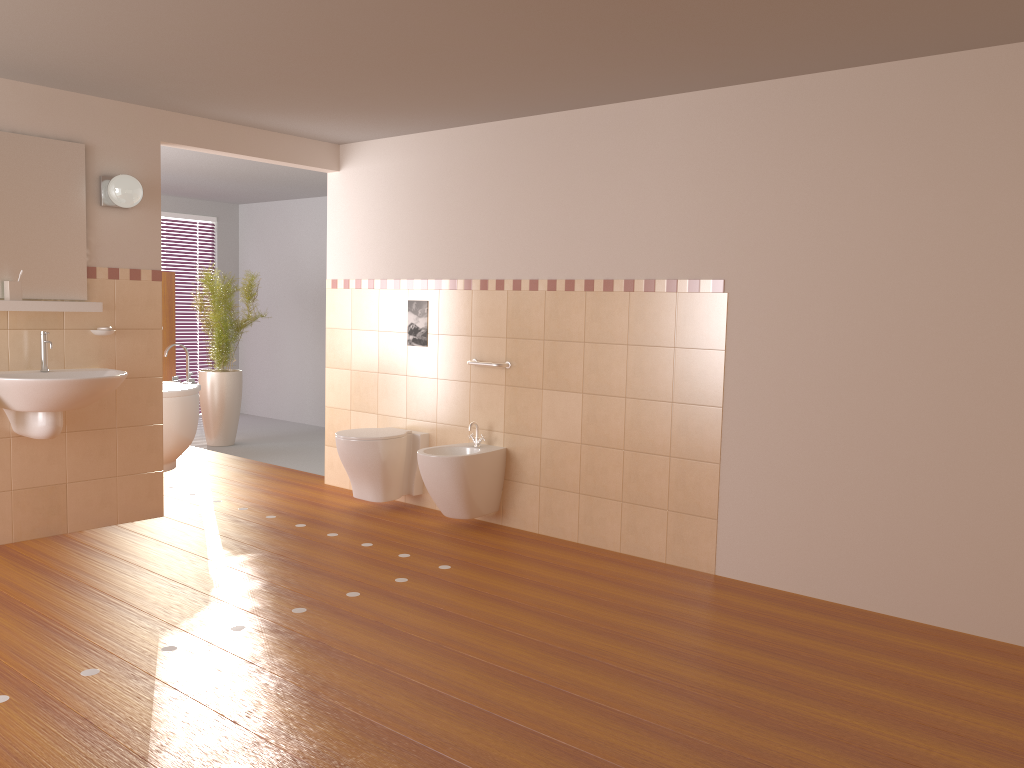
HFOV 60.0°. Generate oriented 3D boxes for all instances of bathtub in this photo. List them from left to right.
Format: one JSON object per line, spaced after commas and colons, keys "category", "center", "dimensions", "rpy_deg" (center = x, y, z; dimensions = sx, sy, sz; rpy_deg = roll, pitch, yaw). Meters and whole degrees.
{"category": "bathtub", "center": [-3.035, 0.182, 6.153], "dimensions": [0.888, 0.900, 1.874], "rpy_deg": [6, 6, 40]}

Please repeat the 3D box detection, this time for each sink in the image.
{"category": "sink", "center": [-2.193, 0.010, 4.302], "dimensions": [0.539, 0.516, 0.683], "rpy_deg": [6, 6, 40]}
{"category": "sink", "center": [-0.297, 0.476, 4.905], "dimensions": [0.335, 0.517, 0.515], "rpy_deg": [6, 6, 40]}

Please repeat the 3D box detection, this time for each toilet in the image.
{"category": "toilet", "center": [-0.811, 0.485, 5.327], "dimensions": [0.375, 0.400, 0.534], "rpy_deg": [6, 6, 40]}

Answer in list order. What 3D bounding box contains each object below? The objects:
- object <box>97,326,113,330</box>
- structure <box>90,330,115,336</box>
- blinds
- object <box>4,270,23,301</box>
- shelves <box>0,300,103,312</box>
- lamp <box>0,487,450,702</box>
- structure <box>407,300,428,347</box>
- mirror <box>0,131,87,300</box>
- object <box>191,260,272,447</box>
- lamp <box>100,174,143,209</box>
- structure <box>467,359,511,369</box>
{"category": "object", "center": [-2.145, -0.291, 4.672], "dimensions": [0.075, 0.023, 0.050], "rpy_deg": [2, 5, 5]}
{"category": "structure", "center": [-2.146, -0.269, 4.672], "dimensions": [0.092, 0.029, 0.117], "rpy_deg": [6, 6, 40]}
{"category": "blinds", "center": [-4.701, -0.581, 7.710], "dimensions": [0.032, 2.022, 4.712], "rpy_deg": [6, 6, 40]}
{"category": "object", "center": [-2.408, -0.478, 4.287], "dimensions": [0.073, 0.149, 0.063], "rpy_deg": [6, 6, 40]}
{"category": "shelves", "center": [-2.336, -0.386, 4.396], "dimensions": [0.138, 0.050, 0.554], "rpy_deg": [6, 6, 40]}
{"category": "lamp", "center": [-2.410, 0.842, 3.933], "dimensions": [2.893, 0.001, 3.173], "rpy_deg": [6, 6, 40]}
{"category": "structure", "center": [-0.577, -0.370, 5.415], "dimensions": [0.170, 0.279, 0.005], "rpy_deg": [6, 6, 40]}
{"category": "mirror", "center": [-2.365, -0.821, 4.392], "dimensions": [0.008, 0.799, 0.502], "rpy_deg": [6, 6, 40]}
{"category": "object", "center": [-2.385, -0.255, 7.584], "dimensions": [0.683, 1.557, 1.335], "rpy_deg": [0, 5, -18]}
{"category": "lamp", "center": [-2.029, -1.007, 4.635], "dimensions": [0.209, 0.173, 0.173], "rpy_deg": [6, 6, 40]}
{"category": "structure", "center": [-0.145, -0.114, 5.018], "dimensions": [0.295, 0.042, 0.091], "rpy_deg": [6, 6, 40]}
